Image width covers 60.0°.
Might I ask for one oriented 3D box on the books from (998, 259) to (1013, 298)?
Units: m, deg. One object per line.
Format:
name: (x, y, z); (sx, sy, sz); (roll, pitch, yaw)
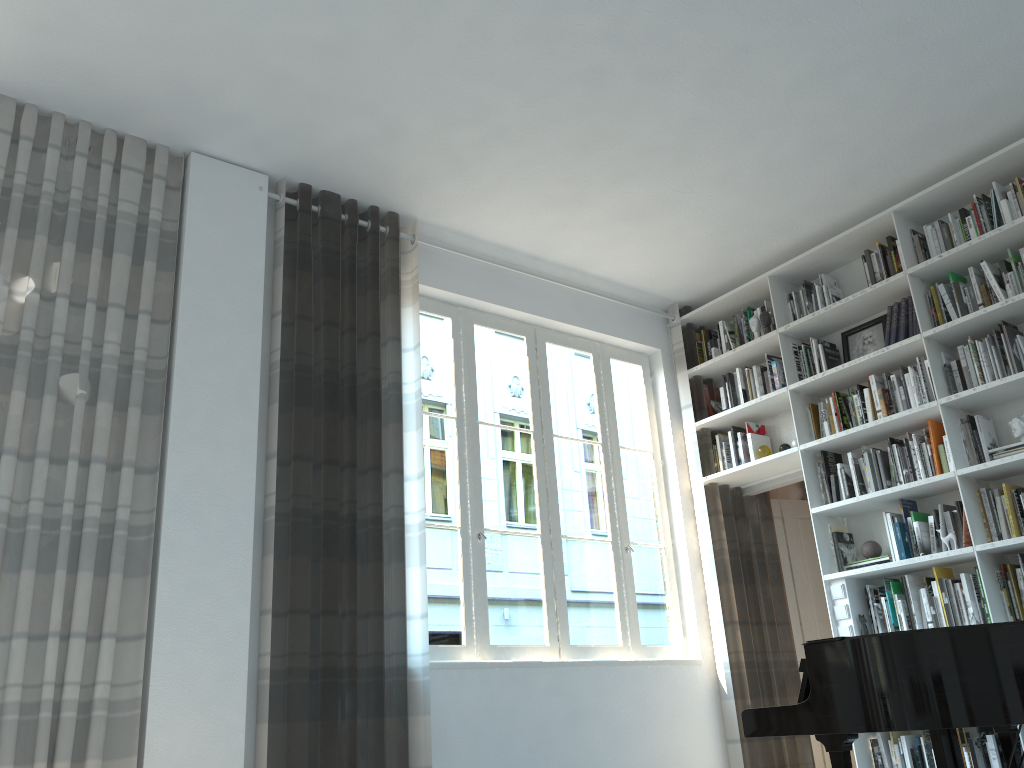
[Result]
books: (2.514, -0.483, 4.430); (0.168, 0.264, 0.027); (12, -26, -35)

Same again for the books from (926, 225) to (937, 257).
books: (2.310, -0.722, 4.779); (0.145, 0.253, 0.031); (12, -26, -35)

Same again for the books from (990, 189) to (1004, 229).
books: (2.503, -0.843, 4.526); (0.172, 0.271, 0.052); (12, -26, -35)

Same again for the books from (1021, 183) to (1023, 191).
books: (2.604, -0.875, 4.397); (0.161, 0.227, 0.021); (12, -26, -35)

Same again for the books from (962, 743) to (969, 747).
books: (2.181, 1.827, 4.217); (0.191, 0.217, 0.021); (12, -26, -35)

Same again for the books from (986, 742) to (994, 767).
books: (2.272, 1.780, 4.119); (0.141, 0.224, 0.022); (12, -26, -35)

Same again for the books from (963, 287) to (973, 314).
books: (2.398, -0.388, 4.567); (0.153, 0.200, 0.024); (12, -26, -35)

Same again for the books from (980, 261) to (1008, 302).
books: (2.471, -0.479, 4.463); (0.178, 0.284, 0.076); (12, -26, -35)

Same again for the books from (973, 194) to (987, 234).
books: (2.463, -0.830, 4.587); (0.151, 0.297, 0.010); (12, -26, -35)

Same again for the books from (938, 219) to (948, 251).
books: (2.346, -0.743, 4.724); (0.174, 0.249, 0.012); (12, -26, -35)

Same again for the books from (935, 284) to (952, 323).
books: (2.310, -0.384, 4.680); (0.148, 0.286, 0.010); (12, -26, -35)

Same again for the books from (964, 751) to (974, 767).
books: (2.208, 1.822, 4.167); (0.190, 0.187, 0.031); (12, -26, -35)

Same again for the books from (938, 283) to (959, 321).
books: (2.338, -0.390, 4.653); (0.168, 0.273, 0.067); (12, -26, -35)

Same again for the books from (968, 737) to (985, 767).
books: (2.223, 1.787, 4.157); (0.188, 0.243, 0.023); (12, -26, -35)

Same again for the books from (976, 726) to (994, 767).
books: (2.256, 1.756, 4.172); (0.130, 0.309, 0.013); (12, -26, -35)

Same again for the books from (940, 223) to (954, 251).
books: (2.350, -0.732, 4.694); (0.178, 0.207, 0.029); (12, -26, -35)

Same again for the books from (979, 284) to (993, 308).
books: (2.448, -0.405, 4.505); (0.160, 0.179, 0.034); (12, -26, -35)

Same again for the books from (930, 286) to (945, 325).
books: (2.297, -0.374, 4.699); (0.159, 0.282, 0.013); (12, -26, -35)

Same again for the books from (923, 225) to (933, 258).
books: (2.309, -0.721, 4.813); (0.141, 0.278, 0.021); (12, -26, -35)

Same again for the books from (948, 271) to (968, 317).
books: (2.354, -0.428, 4.614); (0.171, 0.313, 0.012); (12, -26, -35)

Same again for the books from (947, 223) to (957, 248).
books: (2.373, -0.737, 4.685); (0.166, 0.206, 0.015); (12, -26, -35)

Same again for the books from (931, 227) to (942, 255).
books: (2.324, -0.715, 4.750); (0.181, 0.219, 0.023); (12, -26, -35)

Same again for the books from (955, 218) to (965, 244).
books: (2.412, -0.755, 4.684); (0.130, 0.234, 0.025); (12, -26, -35)

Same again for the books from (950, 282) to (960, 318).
books: (2.356, -0.397, 4.618); (0.157, 0.259, 0.011); (12, -26, -35)

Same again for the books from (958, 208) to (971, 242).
books: (2.427, -0.784, 4.656); (0.151, 0.267, 0.028); (12, -26, -35)

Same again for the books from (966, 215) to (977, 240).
books: (2.439, -0.764, 4.618); (0.152, 0.200, 0.030); (12, -26, -35)

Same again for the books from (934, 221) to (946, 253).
books: (2.339, -0.737, 4.740); (0.170, 0.250, 0.023); (12, -26, -35)

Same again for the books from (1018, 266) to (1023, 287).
books: (2.569, -0.477, 4.384); (0.128, 0.211, 0.024); (12, -26, -35)

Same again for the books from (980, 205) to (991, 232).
books: (2.487, -0.805, 4.568); (0.130, 0.234, 0.029); (12, -26, -35)

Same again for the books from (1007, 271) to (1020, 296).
books: (2.527, -0.454, 4.391); (0.168, 0.179, 0.028); (12, -26, -35)

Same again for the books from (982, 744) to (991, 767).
books: (2.268, 1.794, 4.141); (0.137, 0.213, 0.024); (12, -26, -35)

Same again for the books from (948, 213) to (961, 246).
books: (2.381, -0.767, 4.687); (0.160, 0.263, 0.010); (12, -26, -35)

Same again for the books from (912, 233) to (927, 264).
books: (2.262, -0.690, 4.828); (0.156, 0.236, 0.029); (12, -26, -35)

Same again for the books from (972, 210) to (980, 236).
books: (2.450, -0.784, 4.588); (0.160, 0.215, 0.011); (12, -26, -35)

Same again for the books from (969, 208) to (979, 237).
books: (2.448, -0.787, 4.605); (0.155, 0.233, 0.013); (12, -26, -35)

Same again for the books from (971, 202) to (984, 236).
books: (2.456, -0.805, 4.586); (0.183, 0.250, 0.013); (12, -26, -35)

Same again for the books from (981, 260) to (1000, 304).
books: (2.465, -0.474, 4.516); (0.135, 0.314, 0.013); (12, -26, -35)

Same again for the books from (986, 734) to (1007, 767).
books: (2.283, 1.756, 4.105); (0.179, 0.255, 0.027); (12, -26, -35)

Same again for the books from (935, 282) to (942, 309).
books: (2.320, -0.387, 4.706); (0.130, 0.307, 0.014); (12, -26, -35)

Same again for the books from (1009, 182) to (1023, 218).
books: (2.576, -0.872, 4.457); (0.156, 0.268, 0.014); (12, -26, -35)

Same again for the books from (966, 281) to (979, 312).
books: (2.407, -0.406, 4.546); (0.158, 0.218, 0.029); (12, -26, -35)

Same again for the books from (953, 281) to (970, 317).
books: (2.369, -0.401, 4.586); (0.181, 0.241, 0.031); (12, -26, -35)

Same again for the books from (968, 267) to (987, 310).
books: (2.420, -0.449, 4.540); (0.156, 0.292, 0.023); (12, -26, -35)

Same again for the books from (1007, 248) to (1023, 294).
books: (2.535, -0.520, 4.399); (0.145, 0.306, 0.012); (12, -26, -35)

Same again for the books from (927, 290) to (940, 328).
books: (2.275, -0.358, 4.699); (0.175, 0.255, 0.023); (12, -26, -35)

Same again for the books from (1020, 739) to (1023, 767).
books: (2.365, 1.720, 4.024); (0.156, 0.255, 0.066); (12, -26, -35)

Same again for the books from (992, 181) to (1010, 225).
books: (2.531, -0.871, 4.516); (0.166, 0.314, 0.014); (12, -26, -35)

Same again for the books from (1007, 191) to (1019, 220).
books: (2.565, -0.850, 4.465); (0.134, 0.235, 0.026); (12, -26, -35)

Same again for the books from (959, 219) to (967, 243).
books: (2.417, -0.753, 4.662); (0.150, 0.215, 0.012); (12, -26, -35)

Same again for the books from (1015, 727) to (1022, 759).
books: (2.322, 1.706, 4.048); (0.165, 0.302, 0.012); (12, -26, -35)

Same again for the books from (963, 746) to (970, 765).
books: (2.195, 1.824, 4.196); (0.171, 0.205, 0.028); (12, -26, -35)

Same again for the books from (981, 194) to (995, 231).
books: (2.485, -0.833, 4.551); (0.164, 0.275, 0.013); (12, -26, -35)

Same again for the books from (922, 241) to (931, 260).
books: (2.291, -0.671, 4.808); (0.133, 0.182, 0.024); (12, -26, -35)

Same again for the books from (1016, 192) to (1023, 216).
books: (2.598, -0.852, 4.436); (0.141, 0.212, 0.029); (12, -26, -35)

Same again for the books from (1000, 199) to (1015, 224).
books: (2.542, -0.821, 4.473); (0.182, 0.189, 0.031); (12, -26, -35)

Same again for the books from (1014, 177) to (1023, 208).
books: (2.587, -0.888, 4.413); (0.192, 0.265, 0.014); (12, -26, -35)
